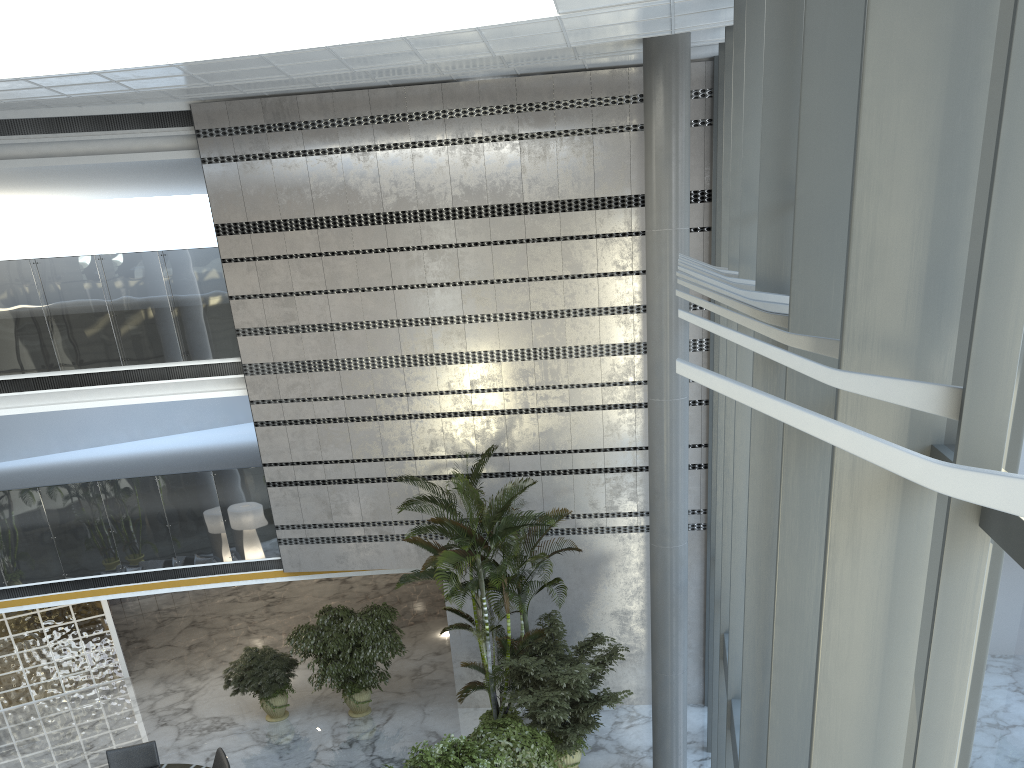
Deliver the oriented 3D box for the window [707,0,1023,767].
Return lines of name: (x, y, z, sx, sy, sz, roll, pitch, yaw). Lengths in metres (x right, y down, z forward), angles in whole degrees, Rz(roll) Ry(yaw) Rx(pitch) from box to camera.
window: (-5.368, 1.196, 8.363, 18.135, 11.075, 12.773, 1, 15, 21)

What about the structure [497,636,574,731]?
structure: (0.415, 4.649, 13.418, 1.104, 1.699, 1.307, -19, 22, -37)

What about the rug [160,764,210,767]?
rug: (-5.425, 6.144, 11.646, 3.525, 0.020, 3.274, -8, 10, -23)

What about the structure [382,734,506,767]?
structure: (-0.779, 5.017, 10.177, 1.317, 2.162, 1.184, 8, 22, 32)

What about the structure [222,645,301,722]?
structure: (-4.075, 4.935, 14.175, 1.141, 1.460, 1.123, 2, 18, 20)

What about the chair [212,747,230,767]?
chair: (-4.307, 5.630, 12.043, 0.722, 0.737, 0.667, -12, 18, -26)

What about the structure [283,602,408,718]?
structure: (-2.606, 4.520, 13.959, 1.925, 2.171, 1.568, 9, 21, 37)

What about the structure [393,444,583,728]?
structure: (-0.365, 3.227, 12.027, 2.407, 5.115, 2.328, 1, 20, 14)

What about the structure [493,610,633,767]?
structure: (0.700, 4.454, 11.939, 1.860, 2.523, 1.697, -6, 18, -6)

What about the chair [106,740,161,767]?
chair: (-5.449, 5.653, 12.365, 0.722, 0.737, 0.666, -9, 17, -16)

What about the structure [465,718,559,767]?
structure: (-0.163, 5.049, 10.923, 1.578, 1.771, 1.321, -11, 18, -22)
